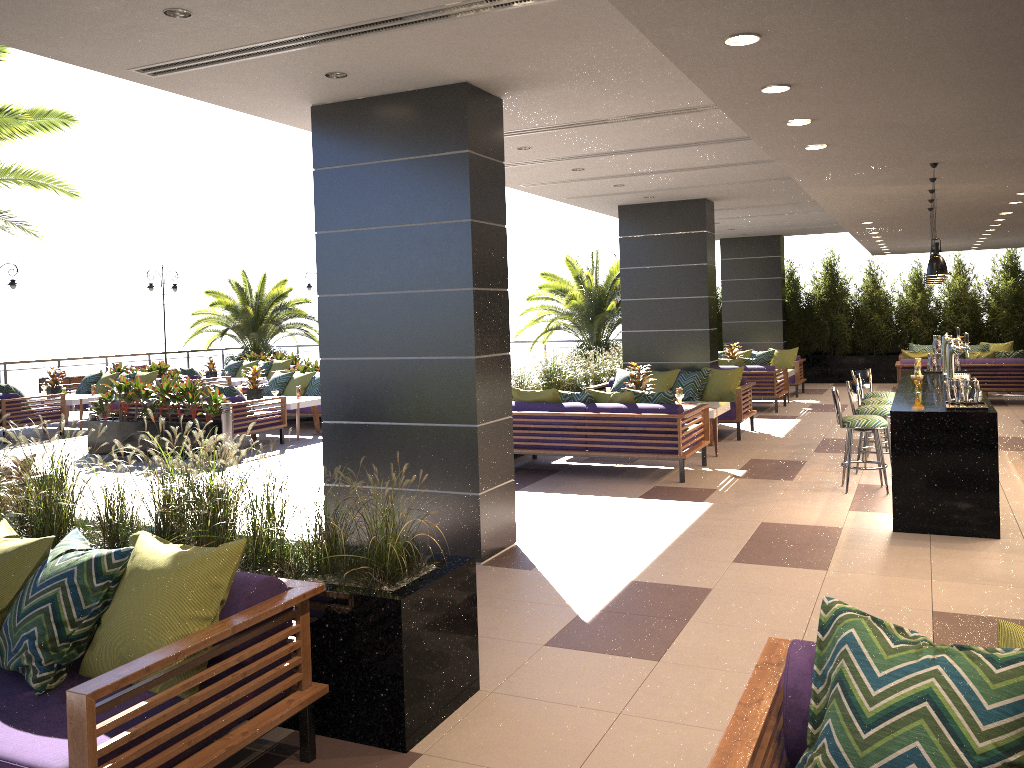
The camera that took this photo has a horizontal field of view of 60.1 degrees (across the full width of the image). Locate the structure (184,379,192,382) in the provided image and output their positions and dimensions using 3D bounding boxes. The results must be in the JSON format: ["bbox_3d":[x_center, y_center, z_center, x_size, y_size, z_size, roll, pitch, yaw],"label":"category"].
[{"bbox_3d":[-6.069,0.265,16.628,0.100,0.699,0.180,-1,1,25],"label":"structure"}]

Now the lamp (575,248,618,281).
[{"bbox_3d":[2.118,-1.700,21.834,1.121,3.324,0.264,-1,1,25],"label":"lamp"}]

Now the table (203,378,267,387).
[{"bbox_3d":[-6.321,0.182,18.808,2.036,0.553,0.944,0,4,25],"label":"table"}]

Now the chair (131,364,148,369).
[{"bbox_3d":[-9.200,-0.065,21.517,0.714,0.815,0.715,-1,3,25],"label":"chair"}]

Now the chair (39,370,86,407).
[{"bbox_3d":[-10.005,0.091,19.783,0.714,0.815,0.715,-1,3,25],"label":"chair"}]

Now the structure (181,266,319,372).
[{"bbox_3d":[-7.017,-1.579,24.235,3.801,3.299,3.759,-2,3,-7],"label":"structure"}]

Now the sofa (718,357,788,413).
[{"bbox_3d":[3.565,-0.036,15.196,2.125,0.918,1.122,0,3,25],"label":"sofa"}]

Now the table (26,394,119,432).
[{"bbox_3d":[-7.922,0.494,15.359,2.036,0.553,0.944,0,4,25],"label":"table"}]

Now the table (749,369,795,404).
[{"bbox_3d":[4.116,0.039,16.388,2.036,0.553,0.944,0,4,25],"label":"table"}]

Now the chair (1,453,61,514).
[{"bbox_3d":[-3.692,0.925,6.170,0.713,0.815,0.716,-1,3,25],"label":"chair"}]

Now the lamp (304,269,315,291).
[{"bbox_3d":[-5.445,-1.729,25.350,1.121,3.324,0.264,-1,1,25],"label":"lamp"}]

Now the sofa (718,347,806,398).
[{"bbox_3d":[4.646,-0.246,17.524,2.125,0.918,1.122,0,3,25],"label":"sofa"}]

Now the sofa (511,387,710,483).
[{"bbox_3d":[0.963,0.470,9.590,2.125,0.918,1.122,0,3,25],"label":"sofa"}]

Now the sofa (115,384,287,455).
[{"bbox_3d":[-4.354,0.422,12.426,2.125,0.918,1.122,0,3,25],"label":"sofa"}]

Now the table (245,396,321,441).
[{"bbox_3d":[-3.872,0.509,13.476,2.036,0.553,0.944,0,4,25],"label":"table"}]

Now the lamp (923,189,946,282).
[{"bbox_3d":[3.992,-1.406,8.385,0.163,0.863,0.163,-2,1,-22],"label":"lamp"}]

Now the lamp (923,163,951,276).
[{"bbox_3d":[3.258,-1.263,6.802,0.163,0.863,0.163,-2,1,-22],"label":"lamp"}]

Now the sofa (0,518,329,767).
[{"bbox_3d":[-1.919,1.030,3.383,2.125,0.918,1.122,0,3,25],"label":"sofa"}]

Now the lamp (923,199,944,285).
[{"bbox_3d":[4.540,-1.513,9.565,0.192,0.863,1.083,-1,3,25],"label":"lamp"}]

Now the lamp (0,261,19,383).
[{"bbox_3d":[-10.960,-1.065,18.861,0.264,3.324,1.124,-1,1,25],"label":"lamp"}]

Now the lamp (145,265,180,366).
[{"bbox_3d":[-9.030,-1.440,23.019,0.264,3.324,1.124,-1,1,25],"label":"lamp"}]

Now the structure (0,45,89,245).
[{"bbox_3d":[-7.747,-2.017,10.712,4.707,6.497,4.751,0,3,43],"label":"structure"}]

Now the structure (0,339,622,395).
[{"bbox_3d":[-5.337,0.113,15.955,12.912,1.057,17.544,0,5,25],"label":"structure"}]

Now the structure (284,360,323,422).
[{"bbox_3d":[-3.069,0.142,15.219,2.418,1.172,0.702,0,2,27],"label":"structure"}]

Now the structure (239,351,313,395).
[{"bbox_3d":[-5.549,-0.189,20.610,2.250,1.171,0.739,0,2,26],"label":"structure"}]

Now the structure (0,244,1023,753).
[{"bbox_3d":[2.563,-0.643,9.026,7.814,3.117,24.786,0,5,25],"label":"structure"}]

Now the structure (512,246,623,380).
[{"bbox_3d":[1.879,-1.549,20.164,3.803,3.299,3.756,-3,3,-22],"label":"structure"}]

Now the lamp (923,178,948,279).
[{"bbox_3d":[3.631,-1.336,7.606,0.163,0.863,0.163,-2,1,-22],"label":"lamp"}]

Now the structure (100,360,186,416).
[{"bbox_3d":[-7.196,0.127,17.116,2.247,1.171,0.716,0,2,22],"label":"structure"}]

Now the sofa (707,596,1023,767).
[{"bbox_3d":[1.526,1.044,1.781,2.125,0.918,1.122,0,3,25],"label":"sofa"}]

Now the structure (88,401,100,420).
[{"bbox_3d":[-5.768,0.588,12.245,0.100,0.699,0.180,-1,1,25],"label":"structure"}]

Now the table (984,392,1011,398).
[{"bbox_3d":[8.234,-0.074,16.171,2.036,0.553,0.944,0,4,25],"label":"table"}]

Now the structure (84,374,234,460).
[{"bbox_3d":[-4.692,0.457,11.732,2.250,1.171,0.739,0,2,26],"label":"structure"}]

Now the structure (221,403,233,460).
[{"bbox_3d":[-3.618,0.596,11.245,0.100,0.699,0.180,-1,1,25],"label":"structure"}]

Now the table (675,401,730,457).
[{"bbox_3d":[1.574,0.533,10.912,2.036,0.553,0.944,0,4,25],"label":"table"}]

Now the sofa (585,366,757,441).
[{"bbox_3d":[2.204,0.229,12.263,2.125,0.918,1.122,0,3,25],"label":"sofa"}]
